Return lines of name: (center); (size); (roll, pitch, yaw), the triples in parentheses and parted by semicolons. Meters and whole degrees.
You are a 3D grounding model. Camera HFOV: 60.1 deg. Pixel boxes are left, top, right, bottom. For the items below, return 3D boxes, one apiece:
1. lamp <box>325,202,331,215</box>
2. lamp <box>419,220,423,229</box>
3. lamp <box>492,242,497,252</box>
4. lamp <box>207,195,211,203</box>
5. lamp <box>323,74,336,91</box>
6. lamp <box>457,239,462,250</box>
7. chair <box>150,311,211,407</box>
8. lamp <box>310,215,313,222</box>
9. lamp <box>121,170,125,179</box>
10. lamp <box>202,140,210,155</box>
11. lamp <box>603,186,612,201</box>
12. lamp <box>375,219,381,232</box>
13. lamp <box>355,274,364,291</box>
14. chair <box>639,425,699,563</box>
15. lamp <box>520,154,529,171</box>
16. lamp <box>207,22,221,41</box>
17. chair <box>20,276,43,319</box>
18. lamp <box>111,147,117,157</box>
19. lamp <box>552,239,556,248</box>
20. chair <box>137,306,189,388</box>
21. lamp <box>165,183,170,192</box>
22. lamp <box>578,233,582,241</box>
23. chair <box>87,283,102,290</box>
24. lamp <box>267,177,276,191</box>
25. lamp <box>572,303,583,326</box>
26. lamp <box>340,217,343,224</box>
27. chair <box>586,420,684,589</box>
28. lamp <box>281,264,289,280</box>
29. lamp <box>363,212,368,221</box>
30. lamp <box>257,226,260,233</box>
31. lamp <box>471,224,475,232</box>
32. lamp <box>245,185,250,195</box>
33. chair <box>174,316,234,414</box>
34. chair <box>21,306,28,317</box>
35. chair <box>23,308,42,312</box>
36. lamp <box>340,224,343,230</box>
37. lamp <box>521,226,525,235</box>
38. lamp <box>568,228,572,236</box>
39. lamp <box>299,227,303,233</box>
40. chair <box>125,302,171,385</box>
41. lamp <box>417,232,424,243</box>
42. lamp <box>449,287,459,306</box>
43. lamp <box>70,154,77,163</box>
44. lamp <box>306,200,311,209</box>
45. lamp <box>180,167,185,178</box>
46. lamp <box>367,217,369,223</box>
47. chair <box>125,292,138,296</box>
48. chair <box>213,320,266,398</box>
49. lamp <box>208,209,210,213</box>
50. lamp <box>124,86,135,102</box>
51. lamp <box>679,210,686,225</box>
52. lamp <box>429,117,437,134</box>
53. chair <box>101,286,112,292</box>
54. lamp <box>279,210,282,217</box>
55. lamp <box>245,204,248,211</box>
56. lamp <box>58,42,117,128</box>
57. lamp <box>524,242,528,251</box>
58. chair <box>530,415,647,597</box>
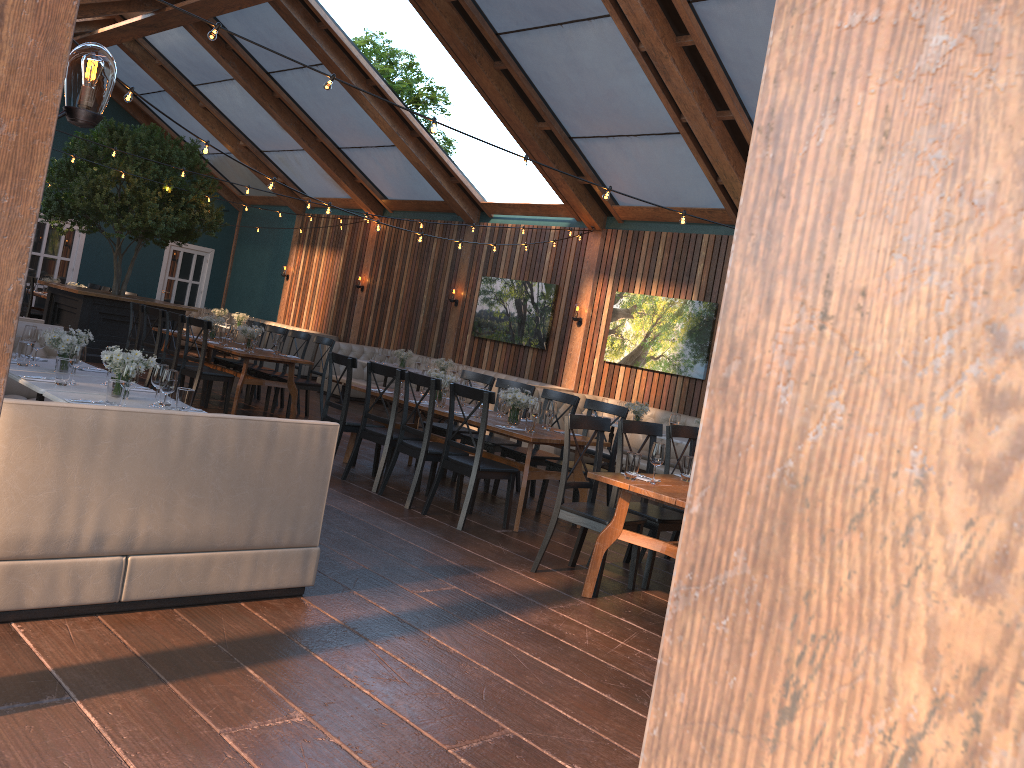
lamp: (-1.663, -1.593, 8.028); (0.056, 0.121, 0.056); (10, 0, 44)
lamp: (-1.204, -2.132, 11.814); (0.056, 0.121, 0.056); (10, 0, -24)
lamp: (-0.206, -1.653, 10.701); (0.056, 0.121, 0.056); (10, 0, -17)
lamp: (-4.589, -2.810, 13.411); (0.057, 0.119, 0.059); (10, 0, 30)
lamp: (-1.197, -1.981, 5.807); (0.075, 0.114, 0.056); (10, 0, 1)
lamp: (-0.587, -1.584, 10.040); (0.056, 0.121, 0.056); (10, 0, 32)
chair: (-3.821, -0.299, 10.314); (0.536, 1.021, 0.480); (10, 0, -42)
lamp: (-3.491, -2.888, 15.411); (0.056, 0.121, 0.056); (10, 0, 27)
lamp: (-5.301, -2.859, 12.070); (0.056, 0.121, 0.056); (10, 0, 25)
lamp: (-2.305, -1.786, 6.671); (0.057, 0.120, 0.056); (10, 0, 42)
lamp: (0.737, -1.483, 6.868); (0.057, 0.120, 0.056); (10, 0, 39)
lamp: (-1.310, -1.556, 8.702); (0.056, 0.120, 0.056); (11, 0, -40)
lamp: (-2.890, -1.926, 16.793); (0.147, 0.320, 0.177); (10, 0, 45)
chair: (1.325, 0.845, 6.396); (0.543, 1.021, 0.474); (10, 0, 40)
lamp: (0.093, -1.631, 6.510); (0.056, 0.121, 0.056); (10, 0, -31)
lamp: (-1.834, -2.169, 5.440); (0.076, 0.114, 0.056); (11, 0, 43)
chair: (-7.660, -1.206, 14.274); (0.480, 1.021, 0.536); (10, 0, 45)
lamp: (-4.509, -2.630, 10.029); (0.056, 0.121, 0.056); (11, 0, -36)
lamp: (0.578, -1.909, 11.997); (0.060, 0.119, 0.056); (10, 0, -23)
chair: (-4.229, -0.393, 10.694); (0.480, 1.021, 0.536); (10, 0, 40)
lamp: (-4.957, -2.830, 12.749); (0.056, 0.121, 0.056); (10, 0, -20)
lamp: (0.972, -2.099, 12.630); (0.057, 0.119, 0.062); (10, 0, 28)
chair: (-7.973, -1.370, 16.336); (0.480, 1.021, 0.536); (10, 0, 40)
lamp: (-1.998, -1.666, 7.348); (0.056, 0.120, 0.056); (10, 0, 5)
lamp: (0.953, -1.021, 12.889); (0.147, 0.320, 0.177); (10, 0, 45)
lamp: (-3.096, -2.969, 16.057); (0.064, 0.118, 0.057); (10, 0, -36)
chair: (0.935, 0.794, 6.000); (0.543, 1.021, 0.474); (10, 0, 45)
lamp: (-4.805, -2.376, 18.739); (0.147, 0.320, 0.177); (10, 0, 45)
lamp: (-1.895, -2.174, 11.477); (0.056, 0.117, 0.067); (10, 0, 8)
lamp: (-4.586, -2.799, 16.003); (0.056, 0.121, 0.056); (10, 0, 22)
lamp: (-0.531, -2.142, 12.159); (0.057, 0.119, 0.063); (10, 0, 38)
lamp: (-3.208, -2.362, 10.750); (0.056, 0.121, 0.056); (10, 0, 20)
chair: (-3.431, -0.207, 9.917); (0.480, 1.021, 0.536); (10, 0, 40)
chair: (-8.485, -1.395, 15.023); (0.536, 1.021, 0.480); (10, 0, -40)
chair: (-8.085, -1.302, 14.637); (0.480, 1.021, 0.536); (10, 0, 40)
lamp: (-3.208, -2.952, 16.636); (0.073, 0.115, 0.057); (10, 0, -39)
lamp: (0.166, -2.166, 12.479); (0.056, 0.120, 0.056); (10, 0, -3)
lamp: (0.848, -2.196, 12.799); (0.056, 0.121, 0.056); (10, 0, -24)
lamp: (-3.891, -2.839, 16.323); (0.066, 0.118, 0.056); (10, 0, 21)
chair: (-4.593, -0.482, 11.115); (0.536, 1.021, 0.480); (10, 0, -40)
lamp: (-0.968, -1.556, 9.379); (0.056, 0.120, 0.056); (10, 0, -26)
lamp: (-0.976, -1.475, 14.849); (0.147, 0.320, 0.177); (10, 0, 45)
lamp: (-5.652, -2.905, 11.400); (0.057, 0.120, 0.056); (10, 0, 32)
lamp: (-2.548, -2.256, 11.111); (0.056, 0.121, 0.056); (10, 0, -30)
lamp: (-3.862, -2.485, 10.399); (0.056, 0.121, 0.056); (10, 0, -5)
lamp: (-2.715, -3.091, 16.718); (0.056, 0.120, 0.056); (10, 0, -16)
chair: (-6.804, -1.093, 15.121); (0.480, 1.021, 0.537); (10, 0, 28)
chair: (-3.715, -0.367, 12.009); (0.480, 1.021, 0.536); (10, 0, 45)
lamp: (-6.878, -3.937, 20.086); (0.056, 0.121, 0.056); (10, 0, 27)
lamp: (-2.599, -1.971, 6.006); (0.056, 0.119, 0.059); (10, 0, -14)
lamp: (1.402, -1.359, 7.228); (0.056, 0.121, 0.056); (10, 0, 13)
lamp: (-0.541, -1.796, 6.143); (0.056, 0.121, 0.056); (10, 0, 21)
chair: (-7.583, -1.278, 15.940); (0.536, 1.021, 0.480); (10, 0, -40)
lamp: (-3.854, -2.832, 14.738); (0.068, 0.117, 0.056); (10, 0, 42)
lamp: (-4.221, -2.808, 14.077); (0.060, 0.119, 0.057); (10, 0, -22)
lamp: (-1.351, -0.920, 2.779); (0.147, 0.320, 0.177); (10, 0, 45)
lamp: (0.182, -1.761, 11.355); (0.071, 0.116, 0.056); (10, 0, -23)
chair: (0.546, 0.744, 5.604); (0.543, 1.021, 0.474); (10, 0, 40)
